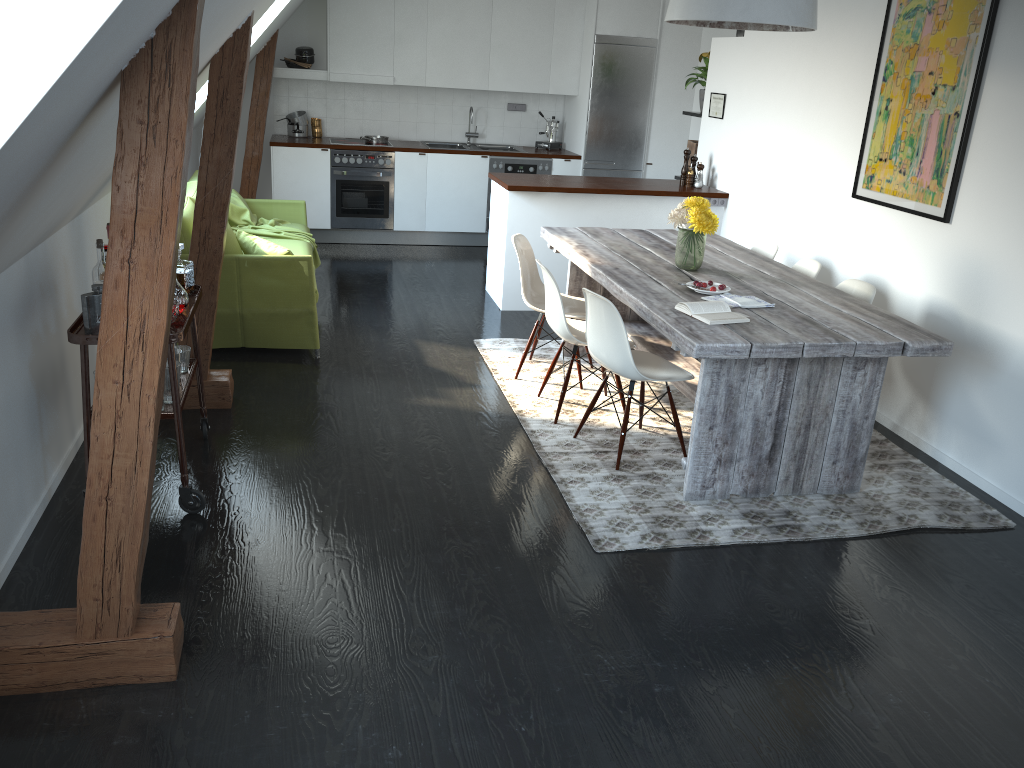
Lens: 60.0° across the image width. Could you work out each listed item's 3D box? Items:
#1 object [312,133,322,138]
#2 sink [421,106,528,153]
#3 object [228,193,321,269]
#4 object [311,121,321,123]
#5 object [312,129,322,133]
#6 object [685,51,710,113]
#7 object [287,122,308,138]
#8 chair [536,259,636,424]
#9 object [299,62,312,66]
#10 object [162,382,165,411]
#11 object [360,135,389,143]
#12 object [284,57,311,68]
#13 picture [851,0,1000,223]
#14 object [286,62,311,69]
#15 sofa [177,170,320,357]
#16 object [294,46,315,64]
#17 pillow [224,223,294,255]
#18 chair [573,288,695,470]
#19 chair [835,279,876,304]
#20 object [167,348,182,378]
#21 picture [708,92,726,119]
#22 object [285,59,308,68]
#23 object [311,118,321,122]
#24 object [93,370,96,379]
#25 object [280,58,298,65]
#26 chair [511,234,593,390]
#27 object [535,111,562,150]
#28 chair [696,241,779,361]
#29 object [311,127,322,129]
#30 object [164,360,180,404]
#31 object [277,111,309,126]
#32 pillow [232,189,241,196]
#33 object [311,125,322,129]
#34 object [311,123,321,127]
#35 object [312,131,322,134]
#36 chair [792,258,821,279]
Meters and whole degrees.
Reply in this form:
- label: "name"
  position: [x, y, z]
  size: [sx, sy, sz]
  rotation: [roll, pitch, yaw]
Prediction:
- label: "object"
  position: [-1.892, -2.415, 8.613]
  size: [0.100, 0.036, 0.100]
  rotation: [-2, 21, -16]
- label: "sink"
  position: [-0.374, -2.434, 8.685]
  size: [0.963, 0.519, 0.671]
  rotation: [-1, 20, -13]
- label: "object"
  position: [-1.813, -1.139, 6.589]
  size: [0.722, 0.493, 0.711]
  rotation: [-3, 21, -17]
- label: "object"
  position: [-1.892, -2.523, 8.568]
  size: [0.100, 0.036, 0.100]
  rotation: [9, 21, 14]
- label: "object"
  position: [-1.893, -2.452, 8.598]
  size: [0.099, 0.051, 0.099]
  rotation: [-6, 22, -26]
- label: "object"
  position: [1.648, -2.455, 7.210]
  size: [0.493, 0.486, 0.506]
  rotation: [6, 20, 6]
- label: "object"
  position: [-2.018, -2.432, 8.464]
  size: [0.200, 0.154, 0.348]
  rotation: [-9, 24, -32]
- label: "chair"
  position: [0.365, -0.236, 4.606]
  size: [0.542, 0.801, 0.465]
  rotation: [-1, 20, -12]
- label: "object"
  position: [-1.968, -2.981, 8.234]
  size: [0.335, 0.031, 0.065]
  rotation: [17, 24, 31]
- label: "object"
  position: [-1.347, 0.025, 3.339]
  size: [0.087, 0.155, 0.087]
  rotation: [-13, 26, -38]
- label: "object"
  position: [-1.349, -2.351, 8.497]
  size: [0.351, 0.061, 0.232]
  rotation: [-12, 25, -37]
- label: "object"
  position: [-1.985, -2.967, 8.186]
  size: [0.331, 0.077, 0.061]
  rotation: [17, 24, 32]
- label: "picture"
  position: [2.064, -1.476, 4.482]
  size: [0.036, 1.181, 0.808]
  rotation: [-1, 20, -13]
- label: "object"
  position: [-1.969, -2.960, 8.240]
  size: [0.243, 0.056, 0.350]
  rotation: [-5, 22, -23]
- label: "sofa"
  position: [-1.796, -0.897, 5.990]
  size: [0.898, 0.825, 2.093]
  rotation: [-1, 21, -14]
- label: "object"
  position: [-1.934, -3.063, 8.278]
  size: [0.200, 0.166, 0.190]
  rotation: [19, 25, 36]
- label: "pillow"
  position: [-1.521, -0.815, 5.245]
  size: [0.600, 0.387, 0.475]
  rotation: [-2, 21, -16]
- label: "chair"
  position: [0.564, -0.057, 4.151]
  size: [0.542, 0.801, 0.465]
  rotation: [-6, 22, -26]
- label: "chair"
  position: [1.498, -0.129, 4.525]
  size: [0.542, 0.801, 0.465]
  rotation: [-2, 21, -17]
- label: "object"
  position: [-1.411, -0.079, 3.665]
  size: [0.095, 0.119, 0.095]
  rotation: [19, 25, 36]
- label: "picture"
  position: [1.555, -2.108, 6.719]
  size: [0.023, 0.182, 0.250]
  rotation: [-1, 20, -13]
- label: "object"
  position: [-1.996, -2.957, 8.177]
  size: [0.332, 0.065, 0.065]
  rotation: [22, 27, 40]
- label: "object"
  position: [-1.890, -2.542, 8.561]
  size: [0.100, 0.047, 0.099]
  rotation: [-2, 21, -17]
- label: "object"
  position: [-1.506, 0.026, 3.305]
  size: [0.087, 0.155, 0.087]
  rotation: [-13, 26, -38]
- label: "object"
  position: [-2.047, -2.986, 8.254]
  size: [0.357, 0.075, 0.244]
  rotation: [-14, 26, -40]
- label: "chair"
  position: [0.245, -0.436, 5.134]
  size: [0.542, 0.801, 0.465]
  rotation: [8, 20, 11]
- label: "object"
  position: [0.359, -2.564, 8.961]
  size: [0.206, 0.370, 0.353]
  rotation: [16, 23, 31]
- label: "chair"
  position: [1.294, -0.479, 5.450]
  size: [0.542, 0.801, 0.465]
  rotation: [-1, 20, -12]
- label: "object"
  position: [-1.894, -2.472, 8.593]
  size: [0.099, 0.043, 0.100]
  rotation: [-6, 22, -24]
- label: "object"
  position: [-1.325, -0.007, 3.430]
  size: [0.087, 0.155, 0.087]
  rotation: [-13, 26, -38]
- label: "object"
  position: [-2.113, -2.515, 8.443]
  size: [0.371, 0.169, 0.203]
  rotation: [-13, 26, -39]
- label: "pillow"
  position: [-2.042, -1.284, 6.615]
  size: [0.210, 0.275, 0.462]
  rotation: [-2, 21, -15]
- label: "object"
  position: [-1.894, -2.492, 8.584]
  size: [0.099, 0.057, 0.101]
  rotation: [3, 20, -2]
- label: "object"
  position: [-1.893, -2.508, 8.574]
  size: [0.100, 0.036, 0.100]
  rotation: [21, 26, 40]
- label: "object"
  position: [-1.892, -2.435, 8.604]
  size: [0.100, 0.048, 0.099]
  rotation: [5, 20, 4]
- label: "chair"
  position: [1.394, -0.315, 5.017]
  size: [0.542, 0.801, 0.465]
  rotation: [1, 20, -7]
